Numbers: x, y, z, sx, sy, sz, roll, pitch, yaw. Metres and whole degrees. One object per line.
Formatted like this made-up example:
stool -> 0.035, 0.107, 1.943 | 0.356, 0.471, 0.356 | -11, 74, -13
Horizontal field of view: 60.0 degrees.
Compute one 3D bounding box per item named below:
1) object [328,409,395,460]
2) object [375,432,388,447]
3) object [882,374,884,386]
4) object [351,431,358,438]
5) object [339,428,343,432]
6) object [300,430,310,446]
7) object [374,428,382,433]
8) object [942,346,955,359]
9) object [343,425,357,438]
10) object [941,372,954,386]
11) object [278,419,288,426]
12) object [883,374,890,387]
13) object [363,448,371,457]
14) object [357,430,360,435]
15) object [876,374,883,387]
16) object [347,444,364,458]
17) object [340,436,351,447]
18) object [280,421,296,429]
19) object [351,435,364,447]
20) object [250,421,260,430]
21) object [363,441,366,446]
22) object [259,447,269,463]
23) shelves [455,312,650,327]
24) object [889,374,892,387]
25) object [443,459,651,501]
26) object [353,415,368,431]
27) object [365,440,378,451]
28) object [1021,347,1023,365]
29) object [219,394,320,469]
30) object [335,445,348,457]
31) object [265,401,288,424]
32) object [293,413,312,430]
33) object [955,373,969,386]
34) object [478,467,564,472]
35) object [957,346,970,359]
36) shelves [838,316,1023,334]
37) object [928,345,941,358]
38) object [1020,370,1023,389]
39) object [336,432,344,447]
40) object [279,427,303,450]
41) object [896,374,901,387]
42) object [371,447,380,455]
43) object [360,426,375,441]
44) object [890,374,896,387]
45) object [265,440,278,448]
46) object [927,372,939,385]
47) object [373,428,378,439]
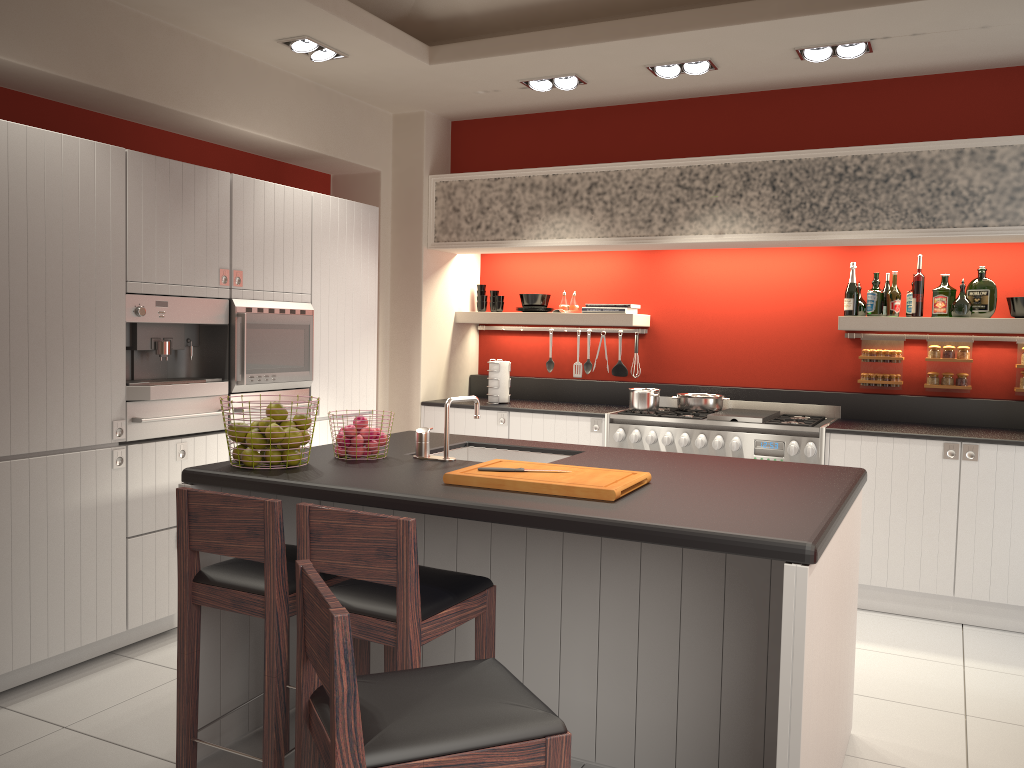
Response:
object -> -0.567, 0.190, 3.333 | 0.248, 0.168, 0.248 | 2, 3, 14
object -> -0.497, 0.211, 3.357 | 0.055, 0.056, 0.055 | 4, 4, 36
object -> 2.312, -0.025, 5.511 | 0.034, 0.078, 0.034 | -2, 4, -43
object -> -0.593, 0.183, 3.297 | 0.041, 0.039, 0.041 | 4, 4, 42
object -> -0.629, 0.186, 3.354 | 0.049, 0.049, 0.048 | 3, 4, 34
object -> -0.739, 0.188, 3.115 | 0.057, 0.057, 0.055 | 2, 3, 18
object -> -0.524, 0.192, 3.395 | 0.056, 0.050, 0.055 | 0, 4, -25
object -> 2.626, -0.186, 5.331 | 0.068, 0.088, 0.068 | -2, 4, -43
object -> -0.595, 0.173, 3.256 | 0.048, 0.046, 0.048 | 0, 3, -18
object -> 2.623, -0.026, 5.339 | 0.068, 0.088, 0.068 | -2, 4, -43
object -> -0.832, 0.147, 3.166 | 0.078, 0.076, 0.071 | 1, 3, -4
object -> 2.309, -0.023, 5.469 | 0.034, 0.078, 0.034 | -2, 4, -43
object -> -0.548, 0.255, 3.333 | 0.040, 0.039, 0.039 | 0, 3, -15
object -> -0.585, 0.174, 3.350 | 0.041, 0.044, 0.045 | 1, 3, -4
object -> 2.274, -0.025, 5.487 | 0.034, 0.078, 0.034 | -2, 4, -43
object -> -0.579, 0.246, 3.290 | 0.062, 0.057, 0.061 | 3, 4, 26
object -> -0.612, 0.210, 3.270 | 0.041, 0.041, 0.040 | 0, 4, -27
object -> -0.784, 0.153, 3.103 | 0.056, 0.054, 0.057 | 1, 3, -3
object -> -0.569, 0.209, 3.258 | 0.048, 0.046, 0.048 | 0, 3, -14
object -> -0.893, 0.158, 3.122 | 0.057, 0.061, 0.062 | 4, 4, 41
object -> -0.568, 0.208, 3.371 | 0.055, 0.056, 0.055 | 4, 4, 36
object -> -0.863, 0.250, 3.122 | 0.055, 0.054, 0.053 | 3, 4, 30
shelves -> 0.274, -0.468, 6.390 | 1.379, 0.083, 0.376 | 3, 4, 26
object -> 2.347, -0.023, 5.494 | 0.034, 0.078, 0.034 | -2, 4, -43
object -> 0.119, 0.301, 2.848 | 0.570, 0.033, 0.373 | 3, 4, 25
object -> -0.565, 0.146, 3.311 | 0.056, 0.058, 0.056 | 0, 3, -19
object -> -0.523, 0.227, 3.305 | 0.046, 0.043, 0.046 | 0, 4, -24
object -> 3.005, -0.159, 5.139 | 0.094, 0.120, 0.093 | -2, 4, -43
object -> -0.845, 0.163, 3.095 | 0.341, 0.232, 0.341 | -1, 4, -31
object -> -0.637, 0.248, 3.314 | 0.050, 0.049, 0.049 | 1, 3, -8
object -> -0.825, 0.100, 3.111 | 0.078, 0.080, 0.078 | 3, 4, 26
object -> -0.743, 0.134, 3.139 | 0.067, 0.064, 0.067 | 3, 4, 27
object -> 2.693, -0.023, 5.305 | 0.068, 0.088, 0.068 | -2, 4, -43
object -> 0.040, 0.277, 2.860 | 0.302, 0.010, 0.035 | 1, 3, -3
object -> 2.696, -0.183, 5.296 | 0.068, 0.088, 0.068 | -2, 4, -43
shelves -> 2.667, -0.343, 5.207 | 1.379, 0.083, 0.376 | 3, 4, 26
object -> 2.556, -0.190, 5.365 | 0.068, 0.088, 0.068 | -2, 4, -43
object -> 3.002, -0.023, 5.147 | 0.094, 0.120, 0.093 | -2, 4, -43
object -> -0.627, 0.206, 3.310 | 0.059, 0.059, 0.060 | 4, 4, 38
object -> -0.764, 0.189, 3.061 | 0.082, 0.082, 0.082 | 1, 3, -7
object -> 2.382, -0.022, 5.476 | 0.034, 0.078, 0.034 | -2, 4, -43
object -> -0.531, 0.246, 3.392 | 0.050, 0.049, 0.049 | 1, 3, -8
object -> -0.536, 0.185, 3.289 | 0.051, 0.055, 0.056 | 4, 4, 41
object -> 2.344, -0.021, 5.452 | 0.034, 0.078, 0.034 | -2, 4, -43
object -> -0.860, 0.205, 3.170 | 0.064, 0.060, 0.064 | 3, 4, 21
object -> 2.553, -0.030, 5.374 | 0.068, 0.088, 0.068 | -2, 4, -43
object -> -0.528, 0.189, 3.344 | 0.041, 0.044, 0.045 | 1, 3, -4
